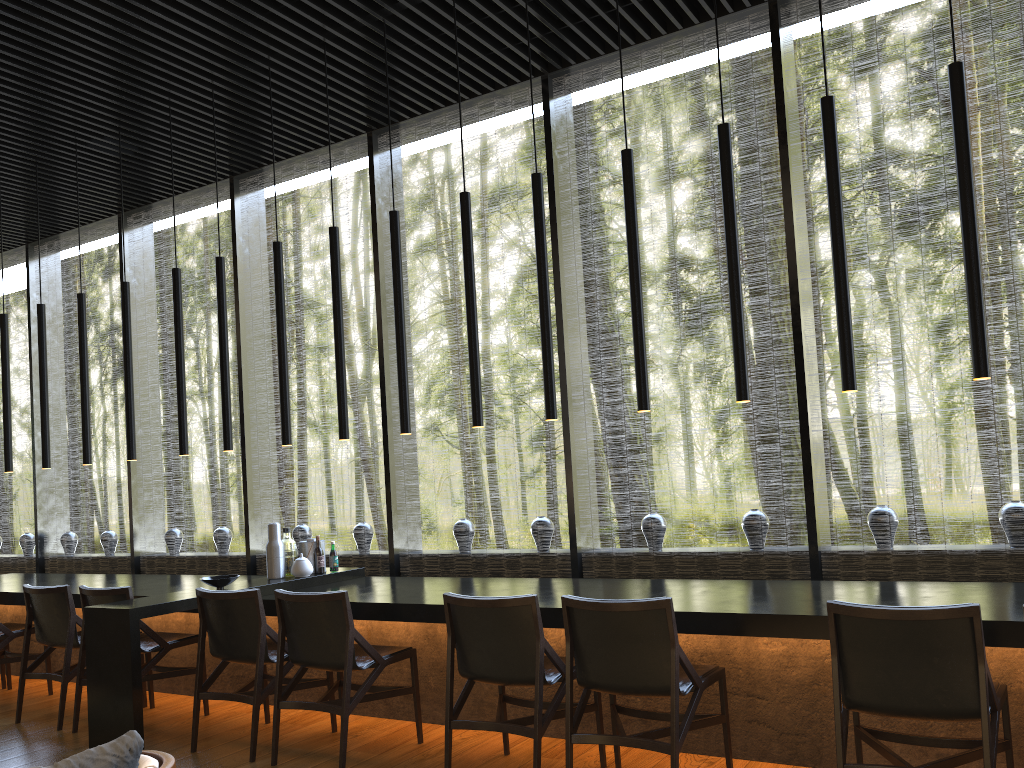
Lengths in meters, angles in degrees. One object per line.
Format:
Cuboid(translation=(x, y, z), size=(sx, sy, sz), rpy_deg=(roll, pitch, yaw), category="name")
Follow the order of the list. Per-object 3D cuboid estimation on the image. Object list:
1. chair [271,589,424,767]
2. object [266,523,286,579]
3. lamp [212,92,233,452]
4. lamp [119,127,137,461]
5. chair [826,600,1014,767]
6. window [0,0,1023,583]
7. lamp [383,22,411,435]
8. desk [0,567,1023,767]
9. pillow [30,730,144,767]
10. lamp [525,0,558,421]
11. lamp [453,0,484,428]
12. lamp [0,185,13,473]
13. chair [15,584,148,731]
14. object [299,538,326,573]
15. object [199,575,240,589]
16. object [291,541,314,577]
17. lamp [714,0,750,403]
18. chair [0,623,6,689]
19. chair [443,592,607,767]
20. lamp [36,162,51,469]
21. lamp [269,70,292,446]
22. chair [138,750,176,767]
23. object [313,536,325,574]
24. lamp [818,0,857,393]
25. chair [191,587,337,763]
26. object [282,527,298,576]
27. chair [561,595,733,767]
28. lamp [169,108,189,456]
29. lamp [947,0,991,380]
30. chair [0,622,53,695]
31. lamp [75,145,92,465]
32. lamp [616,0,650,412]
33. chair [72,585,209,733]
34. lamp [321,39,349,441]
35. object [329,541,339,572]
Cuboid(translation=(-0.836, 1.403, 4.360), size=(0.527, 0.824, 0.564), rpy_deg=(-6, -4, 31), category="chair")
Cuboid(translation=(-1.480, 1.041, 5.532), size=(0.113, 0.343, 0.113), rpy_deg=(-5, -3, 26), category="object")
Cuboid(translation=(-1.896, -0.769, 5.756), size=(0.060, 2.413, 0.060), rpy_deg=(-5, -3, 26), category="lamp")
Cuboid(translation=(-2.735, -0.665, 6.263), size=(0.060, 2.413, 0.060), rpy_deg=(-5, -3, 26), category="lamp")
Cuboid(translation=(1.383, 1.129, 3.016), size=(0.527, 0.824, 0.564), rpy_deg=(-6, -4, 31), category="chair")
Cuboid(translation=(-8.529, 0.157, 4.470), size=(31.957, 4.214, 12.074), rpy_deg=(-7, -7, 31), category="window")
Cuboid(translation=(-0.664, -0.921, 5.010), size=(0.060, 2.413, 0.060), rpy_deg=(-5, -3, 26), category="lamp")
Cuboid(translation=(-5.770, 2.088, 7.781), size=(28.798, 0.757, 1.783), rpy_deg=(-7, -7, 31), category="desk")
Cuboid(translation=(-1.110, 1.079, 2.177), size=(0.222, 0.361, 0.399), rpy_deg=(-6, -5, 31), category="pillow")
Cuboid(translation=(0.130, -1.018, 4.529), size=(0.060, 2.413, 0.060), rpy_deg=(-5, -3, 26), category="lamp")
Cuboid(translation=(-0.251, -0.972, 4.759), size=(0.060, 2.413, 0.060), rpy_deg=(-5, -3, 26), category="lamp")
Cuboid(translation=(-4.051, -0.503, 7.060), size=(0.060, 2.413, 0.060), rpy_deg=(-5, -3, 26), category="lamp")
Cuboid(translation=(-2.682, 1.630, 5.477), size=(0.527, 0.824, 0.564), rpy_deg=(-6, -4, 31), category="chair")
Cuboid(translation=(-1.305, 1.122, 5.795), size=(0.169, 0.218, 0.169), rpy_deg=(-5, -4, 26), category="object")
Cuboid(translation=(-1.692, 1.153, 5.129), size=(0.228, 0.067, 0.228), rpy_deg=(-7, -7, 33), category="object")
Cuboid(translation=(-1.319, 1.097, 5.551), size=(0.136, 0.217, 0.136), rpy_deg=(-5, -4, 18), category="object")
Cuboid(translation=(0.965, -1.122, 4.023), size=(0.060, 2.413, 0.060), rpy_deg=(-5, -3, 26), category="lamp")
Cuboid(translation=(-4.037, 1.797, 6.297), size=(0.527, 0.824, 0.564), rpy_deg=(-6, -4, 31), category="chair")
Cuboid(translation=(0.028, 1.296, 3.836), size=(0.527, 0.824, 0.564), rpy_deg=(-6, -4, 31), category="chair")
Cuboid(translation=(-3.613, -0.557, 6.795), size=(0.060, 2.413, 0.060), rpy_deg=(-5, -3, 26), category="lamp")
Cuboid(translation=(-1.451, -0.824, 5.486), size=(0.060, 2.413, 0.060), rpy_deg=(-5, -3, 26), category="lamp")
Cuboid(translation=(-1.197, 1.307, 2.228), size=(0.607, 0.602, 0.805), rpy_deg=(-6, -6, 31), category="chair")
Cuboid(translation=(-1.242, 1.097, 5.687), size=(0.067, 0.237, 0.067), rpy_deg=(-5, -3, 25), category="object")
Cuboid(translation=(1.353, -1.169, 3.788), size=(0.060, 2.413, 0.060), rpy_deg=(-5, -3, 36), category="lamp")
Cuboid(translation=(-1.327, 1.463, 4.657), size=(0.527, 0.824, 0.564), rpy_deg=(-6, -4, 31), category="chair")
Cuboid(translation=(-1.439, 1.074, 5.681), size=(0.129, 0.304, 0.129), rpy_deg=(-4, -3, 17), category="object")
Cuboid(translation=(0.518, 1.236, 3.539), size=(0.527, 0.824, 0.564), rpy_deg=(-6, -4, 31), category="chair")
Cuboid(translation=(-2.264, -0.723, 5.978), size=(0.060, 2.413, 0.060), rpy_deg=(-5, -3, 26), category="lamp")
Cuboid(translation=(1.775, -1.221, 3.533), size=(0.060, 2.413, 0.060), rpy_deg=(-5, -3, 26), category="lamp")
Cuboid(translation=(-3.546, 1.737, 6.000), size=(0.527, 0.824, 0.564), rpy_deg=(-6, -4, 31), category="chair")
Cuboid(translation=(-3.175, -0.611, 6.530), size=(0.060, 2.413, 0.060), rpy_deg=(-5, -3, 26), category="lamp")
Cuboid(translation=(0.557, -1.071, 4.270), size=(0.060, 2.413, 0.060), rpy_deg=(-5, -3, 36), category="lamp")
Cuboid(translation=(-2.191, 1.570, 5.180), size=(0.527, 0.824, 0.564), rpy_deg=(-6, -4, 31), category="chair")
Cuboid(translation=(-1.054, -0.872, 5.245), size=(0.060, 2.413, 0.060), rpy_deg=(-5, -3, 26), category="lamp")
Cuboid(translation=(-1.158, 1.119, 5.746), size=(0.056, 0.196, 0.056), rpy_deg=(-5, -4, 33), category="object")
